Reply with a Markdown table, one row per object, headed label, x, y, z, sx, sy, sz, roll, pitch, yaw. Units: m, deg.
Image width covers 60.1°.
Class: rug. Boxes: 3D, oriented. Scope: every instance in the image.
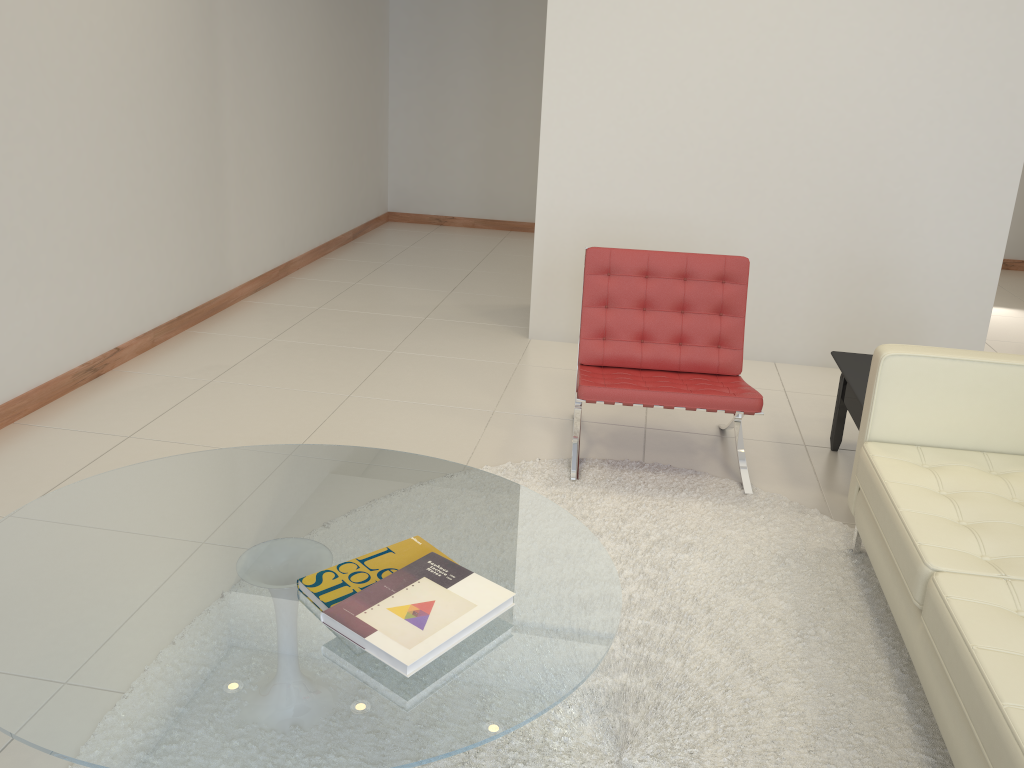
| label | x | y | z | sx | sy | sz | roll | pitch | yaw |
| --- | --- | --- | --- | --- | --- | --- | --- | --- | --- |
| rug | 0.254 | 0.880 | 2.068 | 2.445 | 0.004 | 3.383 | 6 | 20 | 9 |

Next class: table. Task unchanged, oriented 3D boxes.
| label | x | y | z | sx | sy | sz | roll | pitch | yaw |
| --- | --- | --- | --- | --- | --- | --- | --- | --- | --- |
| table | -0.523 | 0.607 | 2.136 | 1.538 | 0.397 | 1.343 | 5 | 20 | 7 |
| table | 1.772 | 0.213 | 3.527 | 0.917 | 0.415 | 0.712 | 6 | 19 | 8 |

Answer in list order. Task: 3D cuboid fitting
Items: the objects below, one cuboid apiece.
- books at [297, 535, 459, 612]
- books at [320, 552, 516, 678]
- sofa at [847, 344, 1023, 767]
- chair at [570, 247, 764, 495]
| label | x | y | z | sx | sy | sz | roll | pitch | yaw |
| --- | --- | --- | --- | --- | --- | --- | --- | --- | --- |
| books | -0.274 | 0.449 | 1.983 | 0.326 | 0.026 | 0.258 | -14 | 26 | -39 |
| books | -0.193 | 0.470 | 1.861 | 0.257 | 0.026 | 0.327 | 18 | 25 | 35 |
| sofa | 1.419 | 0.599 | 1.673 | 1.001 | 0.907 | 2.608 | 6 | 20 | 8 |
| chair | 0.623 | -0.092 | 3.641 | 0.700 | 0.803 | 0.718 | 4 | 18 | 3 |
